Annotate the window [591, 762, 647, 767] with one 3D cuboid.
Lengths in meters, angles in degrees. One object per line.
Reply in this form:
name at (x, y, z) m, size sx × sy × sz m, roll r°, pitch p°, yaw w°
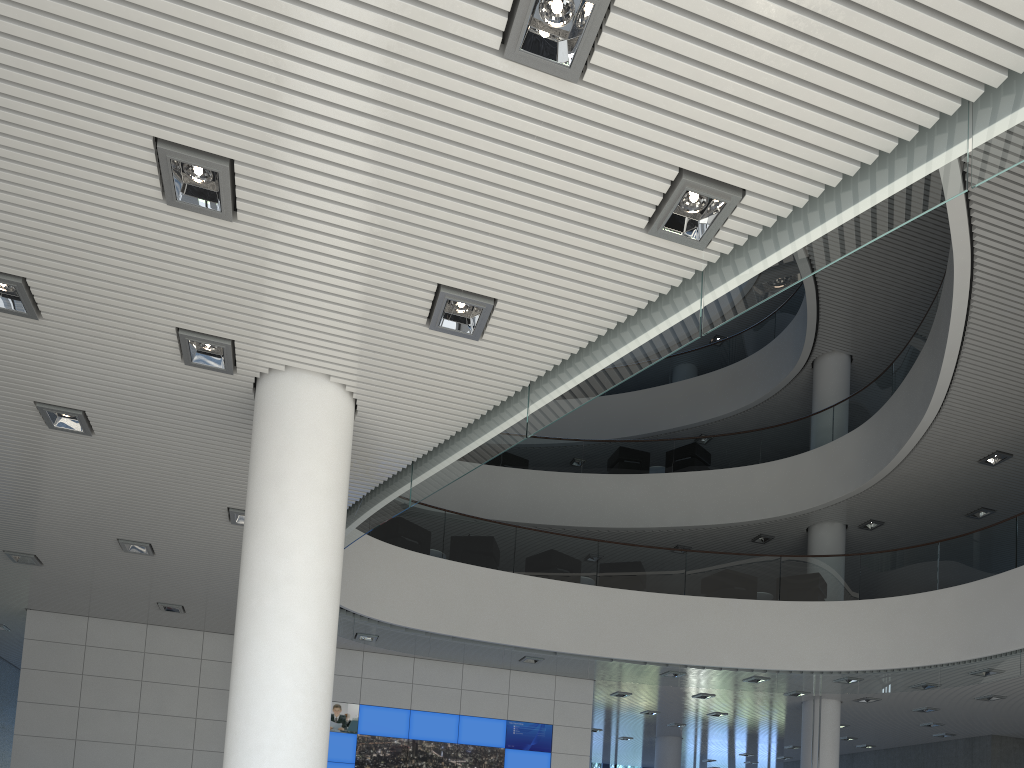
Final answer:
window at (0.625, 9.546, 17.439) m, size 18.502 × 2.760 × 0.080 m, roll 13°, pitch -7°, yaw -16°
